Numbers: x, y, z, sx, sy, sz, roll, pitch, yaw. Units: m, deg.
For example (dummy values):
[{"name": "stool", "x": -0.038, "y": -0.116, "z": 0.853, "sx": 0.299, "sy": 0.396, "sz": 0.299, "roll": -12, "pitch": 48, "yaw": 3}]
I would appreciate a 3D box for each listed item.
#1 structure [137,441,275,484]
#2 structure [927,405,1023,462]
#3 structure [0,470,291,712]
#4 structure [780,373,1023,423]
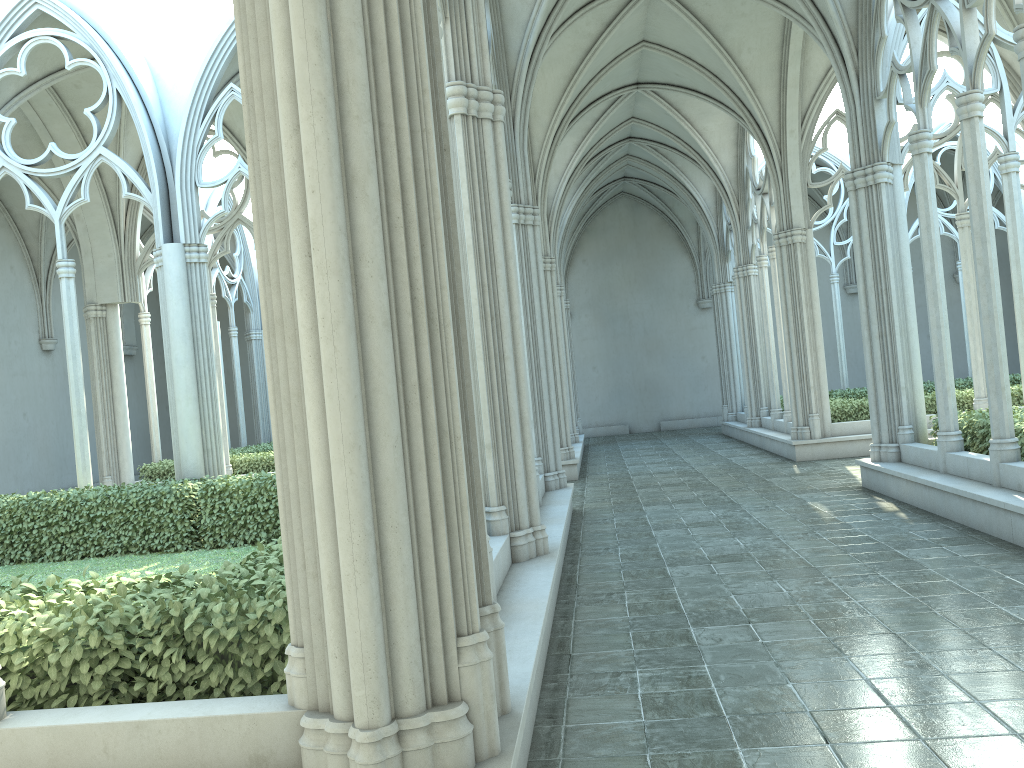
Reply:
[{"name": "structure", "x": -3.031, "y": 1.646, "z": 20.894, "sx": 7.995, "sy": 0.963, "sz": 8.018, "roll": -5, "pitch": -1, "yaw": 5}, {"name": "structure", "x": 8.719, "y": 0.398, "z": 6.673, "sx": 7.995, "sy": 0.963, "sz": 8.018, "roll": -5, "pitch": -1, "yaw": 5}, {"name": "structure", "x": -4.244, "y": 1.623, "z": 7.886, "sx": 7.995, "sy": 0.963, "sz": 8.018, "roll": -5, "pitch": -1, "yaw": 5}, {"name": "structure", "x": 9.941, "y": 0.420, "z": 19.681, "sx": 7.995, "sy": 0.963, "sz": 8.018, "roll": -5, "pitch": -1, "yaw": 5}]
